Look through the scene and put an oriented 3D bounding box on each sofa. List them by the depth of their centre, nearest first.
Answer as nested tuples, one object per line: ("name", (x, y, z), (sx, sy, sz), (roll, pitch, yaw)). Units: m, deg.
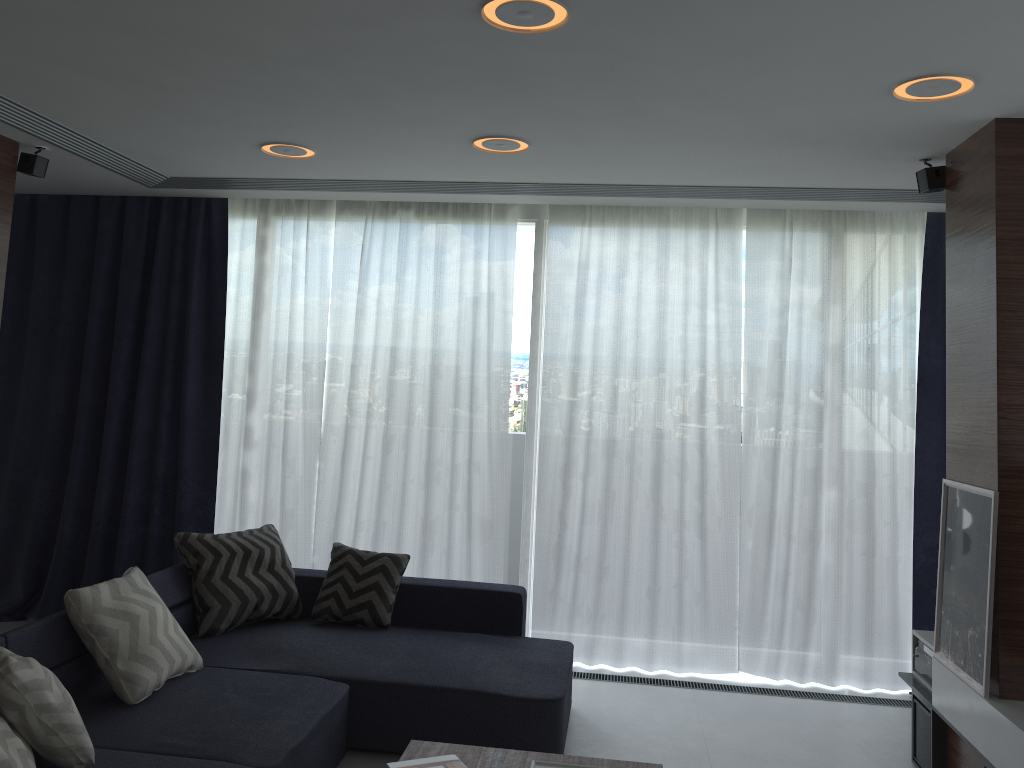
("sofa", (-0.788, 1.165, 3.137), (1.899, 0.612, 2.857), (3, -1, 7))

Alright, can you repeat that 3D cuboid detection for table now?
("table", (0.014, 1.323, 2.389), (0.805, 0.355, 0.796), (3, -1, 7))

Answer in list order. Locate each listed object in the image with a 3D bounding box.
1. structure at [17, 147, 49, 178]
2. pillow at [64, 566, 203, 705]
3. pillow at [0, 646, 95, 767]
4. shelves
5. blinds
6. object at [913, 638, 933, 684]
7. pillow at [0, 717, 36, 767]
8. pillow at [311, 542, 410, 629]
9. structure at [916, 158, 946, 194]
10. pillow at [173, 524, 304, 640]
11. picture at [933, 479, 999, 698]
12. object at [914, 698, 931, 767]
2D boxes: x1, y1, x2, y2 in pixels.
("structure", (-2.338, -1.084, 4.316), (0.114, 0.143, 0.084), (2, -4, 12))
("pillow", (-1.421, 0.938, 3.338), (0.343, 0.391, 0.492), (2, -3, 7))
("pillow", (-1.443, 0.960, 2.654), (0.279, 0.354, 0.417), (6, -4, -40))
("shelves", (2.005, 1.344, 2.708), (0.873, 0.502, 2.336), (2, -1, 7))
("blinds", (-0.274, 0.095, 2.406), (7.138, 2.792, 5.765), (2, -2, 11))
("object", (1.927, 1.197, 3.701), (0.369, 0.151, 0.367), (3, -1, 7))
("pillow", (-1.451, 0.965, 2.369), (0.329, 0.296, 0.415), (4, -3, -31))
("pillow", (-0.745, 0.989, 4.341), (0.415, 0.347, 0.284), (2, -4, 12))
("structure", (1.807, -0.893, 3.797), (0.114, 0.143, 0.084), (3, -4, -3))
("pillow", (-1.309, 0.971, 4.254), (0.355, 0.522, 0.594), (0, -4, 37))
("picture", (1.689, 0.730, 3.303), (0.053, 0.706, 0.497), (2, -4, 7))
("object", (1.801, 1.453, 3.596), (0.254, 0.253, 0.212), (2, -4, 7))
